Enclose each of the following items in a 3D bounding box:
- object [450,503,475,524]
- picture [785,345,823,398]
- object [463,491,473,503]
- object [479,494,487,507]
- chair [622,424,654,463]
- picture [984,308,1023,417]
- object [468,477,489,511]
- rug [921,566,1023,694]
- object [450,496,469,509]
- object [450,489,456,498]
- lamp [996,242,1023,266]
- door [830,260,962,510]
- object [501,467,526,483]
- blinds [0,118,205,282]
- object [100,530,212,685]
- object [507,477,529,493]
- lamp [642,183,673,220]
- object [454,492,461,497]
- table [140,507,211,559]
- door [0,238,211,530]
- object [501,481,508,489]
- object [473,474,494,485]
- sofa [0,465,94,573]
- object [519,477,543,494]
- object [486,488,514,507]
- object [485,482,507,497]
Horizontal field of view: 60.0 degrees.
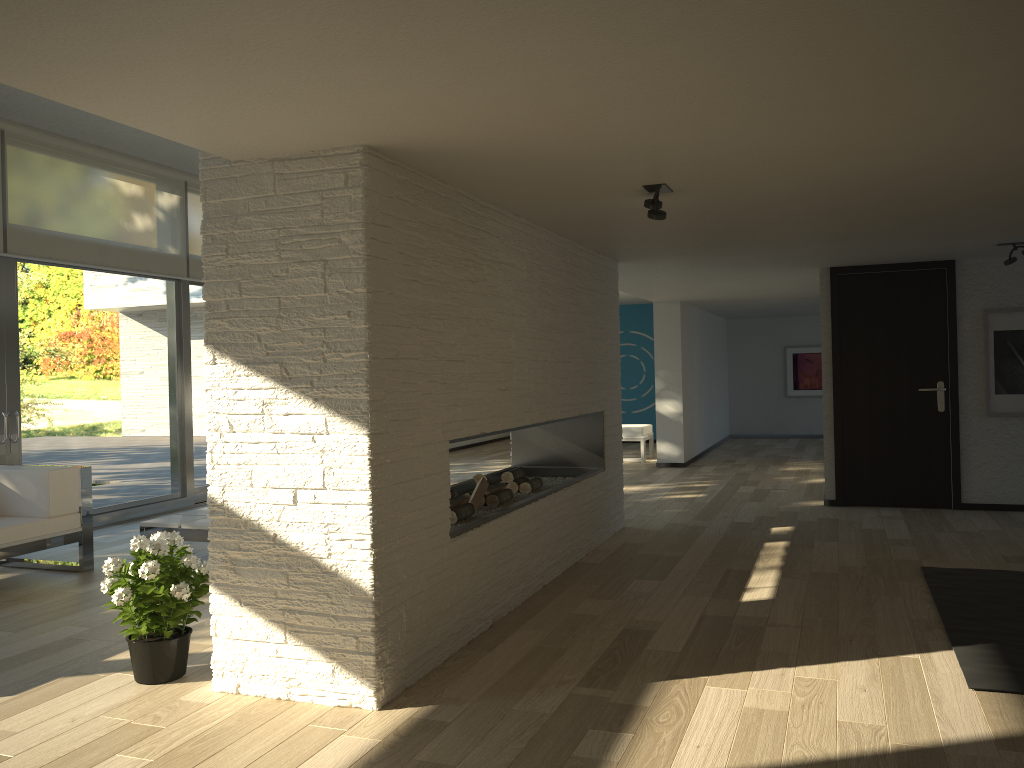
[{"bbox_3d":[-0.266,0.649,4.449,0.082,0.073,0.237,-1,1,19],"label":"object"},{"bbox_3d":[4.849,-0.201,14.112,0.958,0.828,0.017,-1,0,20],"label":"picture"},{"bbox_3d":[-0.210,0.641,5.039,0.075,0.074,0.246,-1,1,19],"label":"object"},{"bbox_3d":[-0.146,0.640,5.001,0.076,0.076,0.236,-1,1,19],"label":"object"},{"bbox_3d":[1.460,0.759,11.433,0.611,0.442,0.610,-1,0,20],"label":"chair"},{"bbox_3d":[4.102,-0.172,6.679,0.958,0.828,0.017,-1,0,20],"label":"picture"},{"bbox_3d":[-0.192,0.597,4.839,0.064,0.165,0.225,-1,0,19],"label":"object"},{"bbox_3d":[2.407,1.036,3.875,0.979,0.011,1.999,-1,1,20],"label":"rug"},{"bbox_3d":[-0.293,0.608,4.485,0.064,0.060,0.229,-1,1,21],"label":"object"},{"bbox_3d":[-0.375,0.585,4.494,0.093,0.088,0.260,-1,1,19],"label":"object"},{"bbox_3d":[3.445,-0.887,6.052,0.234,0.153,0.135,-1,0,20],"label":"lamp"},{"bbox_3d":[3.056,0.013,7.094,0.920,1.947,0.108,-1,0,20],"label":"door"},{"bbox_3d":[0.011,0.565,5.527,0.082,0.073,0.237,-1,1,19],"label":"object"},{"bbox_3d":[-3.618,-1.392,6.281,0.056,0.984,11.531,-1,1,20],"label":"blinds"},{"bbox_3d":[-1.372,0.866,3.474,0.405,0.571,0.431,-1,0,42],"label":"object"},{"bbox_3d":[0.041,0.629,5.505,0.076,0.076,0.236,-1,1,19],"label":"object"},{"bbox_3d":[0.638,-0.792,3.941,0.135,0.153,0.234,-1,0,20],"label":"lamp"},{"bbox_3d":[-0.311,0.645,4.872,0.075,0.074,0.245,-1,1,-1],"label":"object"},{"bbox_3d":[-1.472,0.967,5.738,1.220,0.305,1.220,-1,1,20],"label":"table"},{"bbox_3d":[-2.173,0.095,7.728,19.438,2.373,22.951,-1,1,20],"label":"door"},{"bbox_3d":[-0.023,0.630,5.543,0.075,0.074,0.246,-1,1,19],"label":"object"},{"bbox_3d":[-0.142,0.590,5.120,0.093,0.170,0.272,-1,0,19],"label":"object"},{"bbox_3d":[-3.094,0.851,4.398,1.545,0.654,2.404,-1,1,20],"label":"sofa"},{"bbox_3d":[0.119,0.627,5.487,0.082,0.073,0.237,-1,1,19],"label":"object"},{"bbox_3d":[-0.068,0.638,4.983,0.082,0.073,0.237,-1,1,19],"label":"object"},{"bbox_3d":[-0.095,0.597,5.019,0.064,0.060,0.229,-1,1,21],"label":"object"}]
